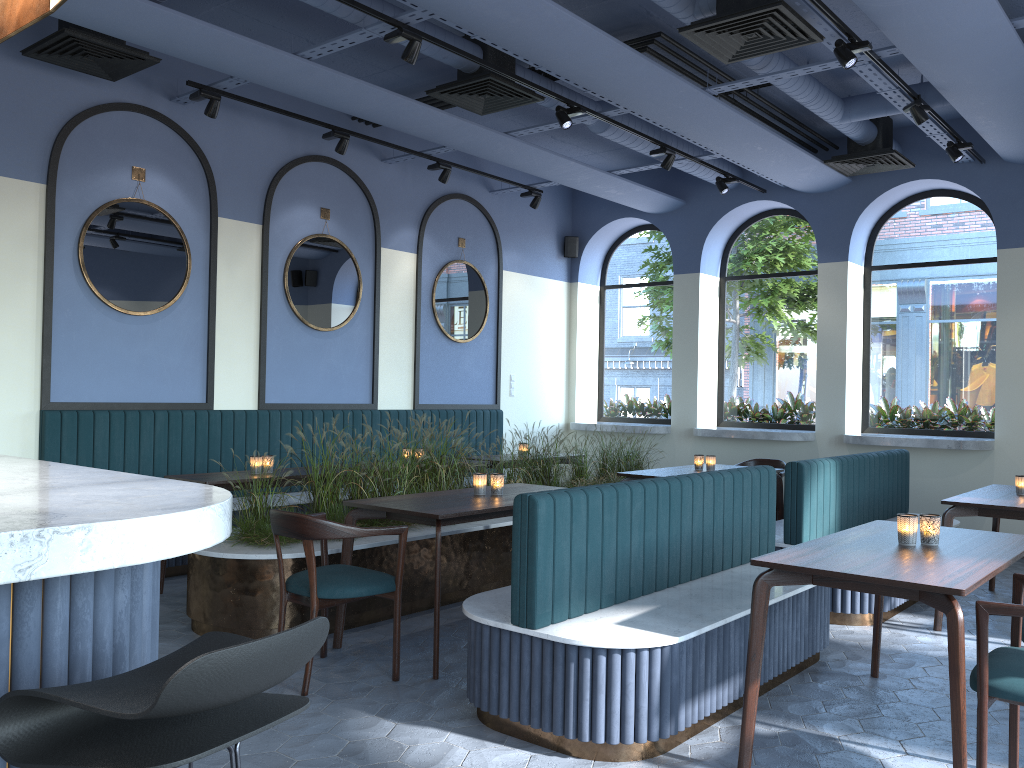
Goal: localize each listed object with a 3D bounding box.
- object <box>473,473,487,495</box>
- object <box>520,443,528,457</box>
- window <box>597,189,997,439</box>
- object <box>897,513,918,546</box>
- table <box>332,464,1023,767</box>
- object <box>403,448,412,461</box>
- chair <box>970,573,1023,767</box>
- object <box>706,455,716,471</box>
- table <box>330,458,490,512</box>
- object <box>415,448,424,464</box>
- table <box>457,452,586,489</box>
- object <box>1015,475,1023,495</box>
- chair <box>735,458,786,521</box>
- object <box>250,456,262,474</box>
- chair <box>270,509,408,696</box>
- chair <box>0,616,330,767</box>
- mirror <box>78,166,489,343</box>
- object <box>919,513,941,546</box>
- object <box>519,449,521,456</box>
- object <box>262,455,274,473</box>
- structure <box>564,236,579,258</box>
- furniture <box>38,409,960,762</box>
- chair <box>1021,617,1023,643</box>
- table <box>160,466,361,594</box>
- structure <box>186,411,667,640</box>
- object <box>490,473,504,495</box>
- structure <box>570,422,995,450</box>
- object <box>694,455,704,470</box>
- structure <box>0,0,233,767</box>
[{"bbox_3d":[-0.180,0.563,4.990,0.078,0.120,0.078,1,-1,22],"label":"object"},{"bbox_3d":[0.112,0.602,8.084,0.078,0.120,0.078,1,-1,22],"label":"object"},{"bbox_3d":[3.023,-0.756,3.943,3.897,2.394,14.212,1,-1,0],"label":"window"},{"bbox_3d":[1.580,0.583,3.544,0.078,0.120,0.078,1,-1,22],"label":"object"},{"bbox_3d":[0.540,0.992,2.892,3.997,0.755,9.778,1,-1,23],"label":"table"},{"bbox_3d":[-0.835,0.572,7.074,0.078,0.120,0.078,1,-1,22],"label":"object"},{"bbox_3d":[1.788,0.999,2.852,0.525,0.793,0.618,1,-1,39],"label":"chair"},{"bbox_3d":[1.550,0.618,6.916,0.078,0.120,0.078,2,-1,-34],"label":"object"},{"bbox_3d":[-0.786,1.010,7.067,0.548,0.755,1.332,1,-1,39],"label":"table"},{"bbox_3d":[-0.738,0.574,7.088,0.078,0.120,0.078,1,-1,22],"label":"object"},{"bbox_3d":[0.103,1.039,8.148,0.548,0.755,1.332,1,-1,39],"label":"table"},{"bbox_3d":[3.212,0.638,5.583,0.078,0.120,0.078,2,-1,-34],"label":"object"},{"bbox_3d":[2.119,1.058,7.696,0.618,0.793,0.525,1,-1,39],"label":"chair"},{"bbox_3d":[-1.714,0.542,5.936,0.078,0.120,0.078,2,-1,-34],"label":"object"},{"bbox_3d":[-0.846,0.959,4.085,0.618,0.793,0.525,1,-1,39],"label":"chair"},{"bbox_3d":[0.766,0.874,0.548,3.651,0.949,6.322,1,-1,38],"label":"chair"},{"bbox_3d":[-1.633,-1.009,7.854,0.026,1.089,4.357,1,-1,39],"label":"mirror"},{"bbox_3d":[1.676,0.585,3.558,0.078,0.120,0.078,1,-1,22],"label":"object"},{"bbox_3d":[0.098,0.603,8.181,0.078,0.120,0.078,1,-1,22],"label":"object"},{"bbox_3d":[-1.656,0.544,6.014,0.078,0.120,0.078,2,-1,-34],"label":"object"},{"bbox_3d":[-0.475,-1.727,4.086,7.261,0.268,13.143,1,-1,23],"label":"structure"},{"bbox_3d":[0.132,0.823,6.352,4.703,1.150,4.800,1,-1,39],"label":"furniture"},{"bbox_3d":[2.249,1.015,3.411,0.525,0.793,0.618,1,-1,26],"label":"chair"},{"bbox_3d":[-1.660,0.981,6.002,0.548,0.755,1.285,1,-1,39],"label":"table"},{"bbox_3d":[-0.130,0.792,6.569,1.143,1.207,4.878,1,-1,41],"label":"structure"},{"bbox_3d":[-0.084,0.565,5.005,0.078,0.120,0.078,1,-1,22],"label":"object"},{"bbox_3d":[2.778,0.466,3.913,4.315,0.080,14.155,1,-1,1],"label":"structure"},{"bbox_3d":[1.471,0.617,6.974,0.078,0.120,0.078,2,-1,-34],"label":"object"},{"bbox_3d":[-2.783,-0.614,1.438,3.220,3.800,3.653,1,-1,39],"label":"structure"}]
